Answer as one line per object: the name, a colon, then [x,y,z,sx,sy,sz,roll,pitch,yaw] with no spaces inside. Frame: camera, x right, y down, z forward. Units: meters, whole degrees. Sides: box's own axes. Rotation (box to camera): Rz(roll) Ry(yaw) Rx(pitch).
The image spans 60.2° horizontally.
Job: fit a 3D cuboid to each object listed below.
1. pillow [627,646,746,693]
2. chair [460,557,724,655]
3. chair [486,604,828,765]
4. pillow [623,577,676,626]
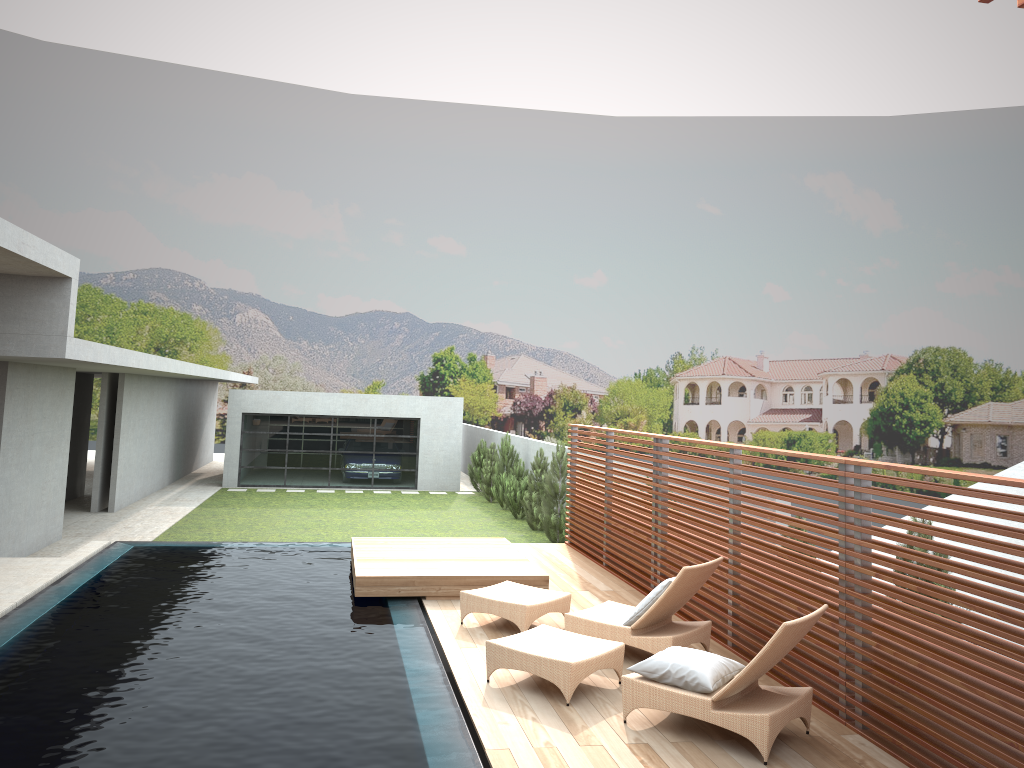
pillow: [1.157,1.858,5.825,0.593,0.196,0.592,1,-2,35]
chair: [0.639,1.817,7.718,2.292,0.834,0.696,1,-4,38]
chair: [0.918,1.797,6.068,2.292,0.834,0.696,1,-4,39]
pillow: [1.250,1.760,7.261,0.426,0.430,0.605,-1,-4,37]
